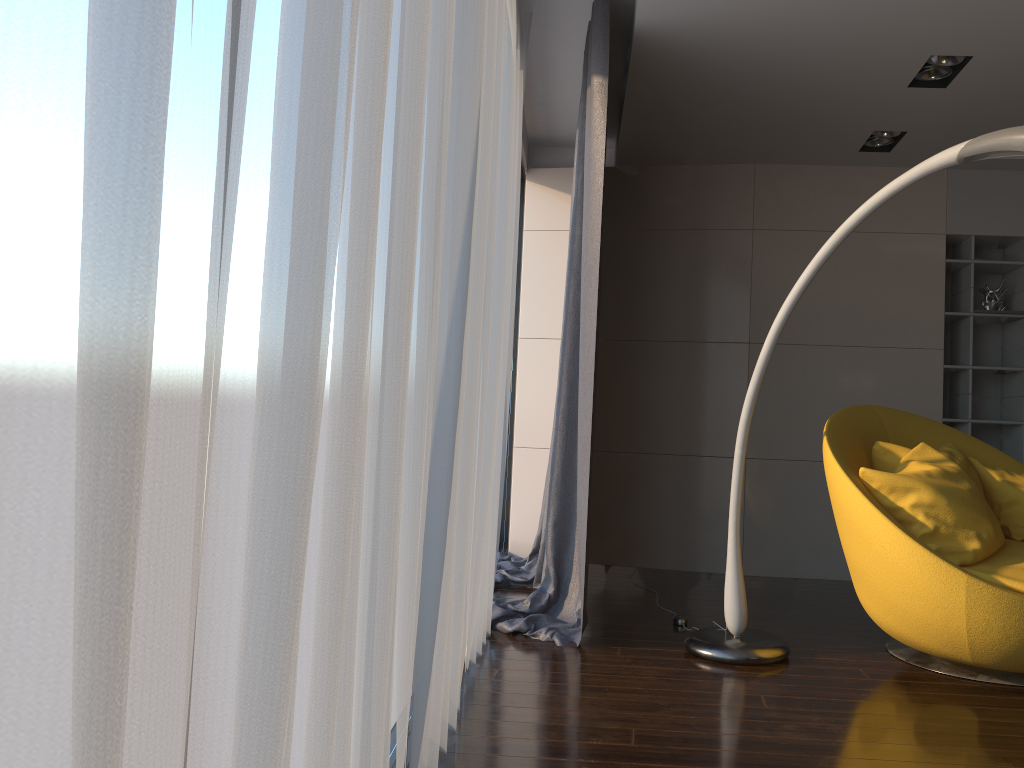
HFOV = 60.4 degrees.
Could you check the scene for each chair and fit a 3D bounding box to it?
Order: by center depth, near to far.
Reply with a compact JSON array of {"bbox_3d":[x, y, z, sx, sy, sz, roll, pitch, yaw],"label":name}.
[{"bbox_3d":[1.917,0.590,3.553,1.589,1.006,1.082,4,-3,-28],"label":"chair"}]

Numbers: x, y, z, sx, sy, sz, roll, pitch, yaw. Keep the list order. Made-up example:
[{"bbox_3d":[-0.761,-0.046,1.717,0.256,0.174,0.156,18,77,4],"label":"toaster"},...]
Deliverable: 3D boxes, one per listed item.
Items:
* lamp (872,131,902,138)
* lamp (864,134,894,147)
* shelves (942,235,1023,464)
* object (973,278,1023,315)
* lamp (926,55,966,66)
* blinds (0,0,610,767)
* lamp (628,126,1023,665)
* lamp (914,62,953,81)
[{"bbox_3d":[2.051,-1.398,4.817,0.170,0.077,0.184,1,-3,25],"label":"lamp"},{"bbox_3d":[2.079,-1.390,4.997,0.172,0.077,0.182,2,-3,18],"label":"lamp"},{"bbox_3d":[3.568,-0.059,5.405,1.910,1.602,0.381,2,-3,3],"label":"shelves"},{"bbox_3d":[2.944,-0.529,5.405,0.282,0.227,0.287,2,-3,6],"label":"object"},{"bbox_3d":[1.899,-1.445,3.854,0.170,0.077,0.184,1,-3,25],"label":"lamp"},{"bbox_3d":[0.035,-0.496,1.852,0.750,2.896,7.466,3,-3,2],"label":"blinds"},{"bbox_3d":[0.832,0.188,4.296,0.597,1.780,4.117,3,-3,-12],"label":"lamp"},{"bbox_3d":[1.927,-1.436,4.034,0.172,0.077,0.182,2,-3,18],"label":"lamp"}]
